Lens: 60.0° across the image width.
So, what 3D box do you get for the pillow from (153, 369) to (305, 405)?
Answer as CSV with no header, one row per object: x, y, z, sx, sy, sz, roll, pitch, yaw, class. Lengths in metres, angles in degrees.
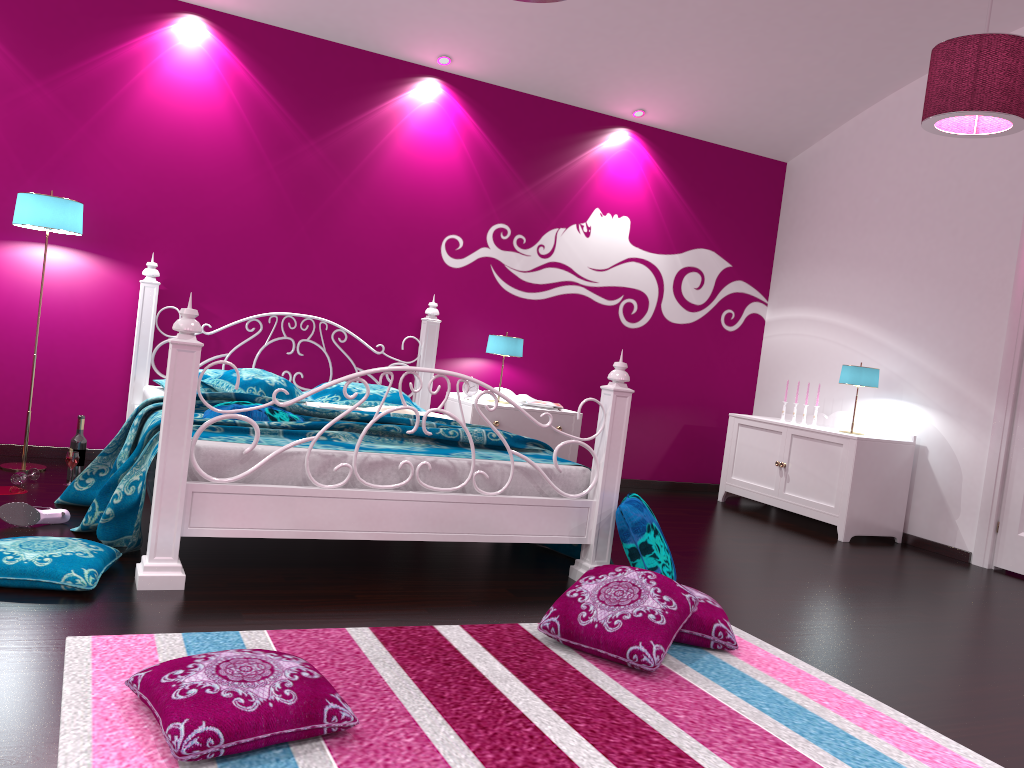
-1.479,0.004,4.672,0.717,0.141,0.401,6,3,-31,pillow

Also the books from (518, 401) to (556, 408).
0.175,0.127,5.533,0.220,0.007,0.300,8,2,13,books

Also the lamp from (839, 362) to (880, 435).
2.105,0.086,5.417,0.229,0.438,0.229,8,3,19,lamp

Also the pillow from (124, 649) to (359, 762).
-0.588,0.670,1.928,0.419,0.107,0.401,5,3,-40,pillow

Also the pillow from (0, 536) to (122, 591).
-1.462,0.549,2.761,0.417,0.101,0.401,7,2,-10,pillow

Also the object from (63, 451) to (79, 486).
-2.028,0.388,4.081,0.056,0.153,0.056,8,2,13,object

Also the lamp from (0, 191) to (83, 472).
-2.298,-0.260,4.296,0.303,1.352,0.303,8,3,19,lamp

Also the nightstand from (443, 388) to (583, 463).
-0.011,0.349,5.472,0.742,0.616,0.455,6,3,-26,nightstand

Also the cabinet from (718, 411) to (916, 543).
1.922,0.521,5.735,0.506,0.734,1.142,6,3,-26,cabinet

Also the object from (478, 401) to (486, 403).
-0.189,0.108,5.238,0.073,0.006,0.073,8,3,27,object

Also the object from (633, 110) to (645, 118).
0.846,-1.816,5.925,0.080,0.058,0.085,6,3,-26,object

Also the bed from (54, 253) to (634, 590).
-0.844,0.037,4.095,2.167,1.143,2.317,6,3,-26,bed

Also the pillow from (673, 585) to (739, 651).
0.514,0.752,2.973,0.400,0.142,0.429,7,2,-1,pillow

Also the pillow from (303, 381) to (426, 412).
-0.824,0.072,5.000,0.717,0.141,0.401,6,3,-24,pillow

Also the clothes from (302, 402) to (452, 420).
-0.637,0.304,4.559,1.036,0.376,0.553,6,3,-31,clothes

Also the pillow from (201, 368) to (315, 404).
-1.293,0.014,4.515,0.418,0.176,0.404,9,3,32,pillow

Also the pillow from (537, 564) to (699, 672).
0.334,0.695,2.733,0.425,0.224,0.391,9,3,32,pillow

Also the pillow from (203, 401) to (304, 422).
-1.049,0.140,3.628,0.404,0.127,0.425,6,2,-16,pillow

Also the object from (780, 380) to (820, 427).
1.913,0.120,5.873,0.043,0.284,0.285,5,3,-37,object

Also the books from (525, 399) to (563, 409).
0.198,0.125,5.539,0.221,0.012,0.300,7,2,-2,books

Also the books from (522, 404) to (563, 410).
0.195,0.136,5.547,0.220,0.007,0.300,8,2,10,books

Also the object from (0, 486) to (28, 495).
-2.201,0.457,3.797,0.184,0.007,0.221,9,3,37,object

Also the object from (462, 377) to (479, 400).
-0.254,0.025,5.426,0.106,0.140,0.033,6,3,-23,object

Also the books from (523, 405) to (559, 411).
0.187,0.143,5.538,0.220,0.007,0.300,7,2,4,books

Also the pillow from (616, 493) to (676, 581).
0.522,0.633,3.457,0.264,0.357,0.402,8,2,15,pillow

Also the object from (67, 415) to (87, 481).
-2.057,0.302,4.204,0.070,0.307,0.070,9,3,41,object

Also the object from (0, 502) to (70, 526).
-1.794,0.484,3.333,0.247,0.086,0.100,6,3,-32,object

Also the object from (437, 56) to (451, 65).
-0.407,-1.948,5.314,0.080,0.058,0.085,6,3,-26,object

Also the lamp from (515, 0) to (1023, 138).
1.002,-1.676,3.054,2.377,1.129,0.377,6,3,-26,lamp

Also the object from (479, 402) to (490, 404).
-0.167,0.111,5.287,0.073,0.003,0.073,8,3,27,object

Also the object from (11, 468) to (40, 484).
-2.202,0.418,4.010,0.056,0.056,0.153,7,2,-1,object

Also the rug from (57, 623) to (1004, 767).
0.098,0.811,2.098,2.100,0.018,1.400,6,3,-26,rug

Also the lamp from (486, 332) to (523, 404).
-0.059,-0.103,5.476,0.229,0.438,0.229,8,3,19,lamp

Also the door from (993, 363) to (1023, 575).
3.059,0.069,4.191,0.098,2.001,1.405,6,3,-26,door
